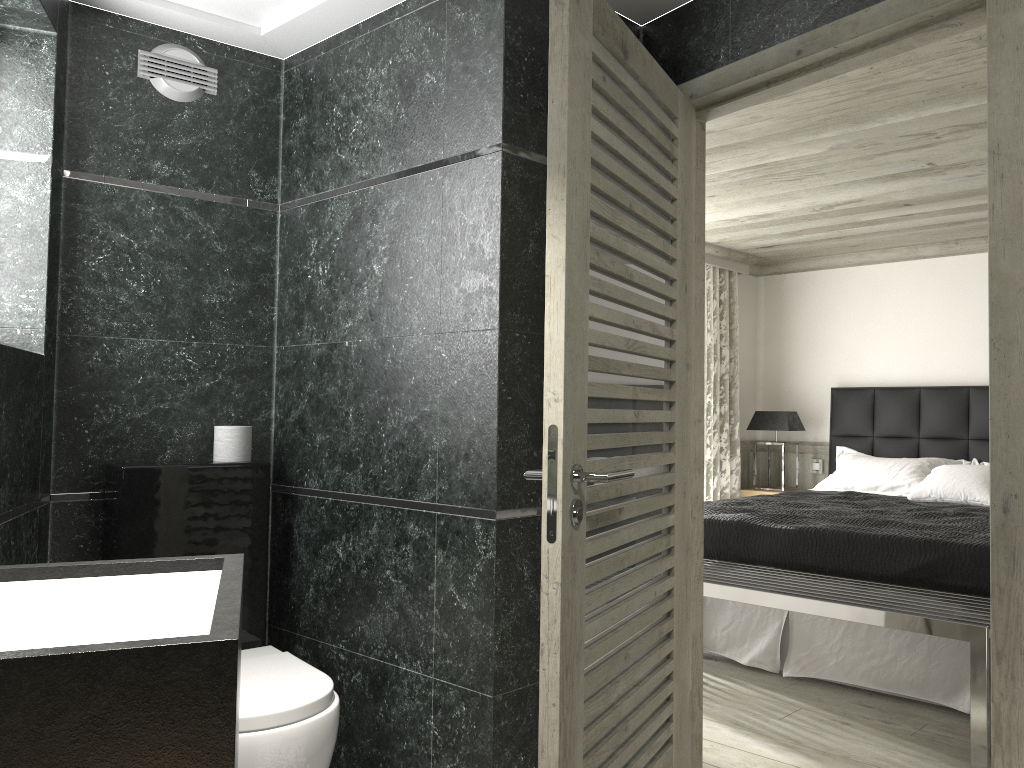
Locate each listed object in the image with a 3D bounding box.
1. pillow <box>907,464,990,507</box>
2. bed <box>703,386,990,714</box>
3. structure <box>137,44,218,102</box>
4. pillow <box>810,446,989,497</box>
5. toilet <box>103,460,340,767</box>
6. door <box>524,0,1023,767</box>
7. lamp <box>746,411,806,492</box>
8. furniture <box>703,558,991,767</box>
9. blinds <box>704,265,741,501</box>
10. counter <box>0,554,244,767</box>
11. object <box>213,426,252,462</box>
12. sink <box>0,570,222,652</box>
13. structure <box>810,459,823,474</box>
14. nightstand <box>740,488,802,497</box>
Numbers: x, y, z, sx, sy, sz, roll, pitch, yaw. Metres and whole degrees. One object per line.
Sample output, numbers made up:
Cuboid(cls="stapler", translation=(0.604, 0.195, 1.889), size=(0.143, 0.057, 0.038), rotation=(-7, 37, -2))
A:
Cuboid(cls="pillow", translation=(3.186, 0.708, 6.164), size=(0.505, 0.273, 0.596), rotation=(3, -3, -43))
Cuboid(cls="bed", translation=(2.516, 0.775, 5.741), size=(2.302, 1.624, 3.271), rotation=(-1, -3, 44))
Cuboid(cls="structure", translation=(-1.247, -1.172, 3.277), size=(0.290, 0.217, 0.035), rotation=(2, -3, -38))
Cuboid(cls="pillow", translation=(3.359, 0.701, 6.574), size=(2.156, 0.381, 0.688), rotation=(-1, -3, 44))
Cuboid(cls="toilet", translation=(-0.935, 0.863, 2.829), size=(0.534, 1.176, 1.004), rotation=(3, -3, -37))
Cuboid(cls="door", translation=(0.527, 0.198, 2.332), size=(1.126, 2.516, 1.389), rotation=(3, -3, -36))
Cuboid(cls="lamp", translation=(2.330, 0.587, 7.718), size=(0.400, 0.692, 0.319), rotation=(-1, -3, 44))
Cuboid(cls="furniture", translation=(1.444, 1.250, 4.203), size=(1.704, 0.560, 0.632), rotation=(-1, -3, 43))
Cuboid(cls="blinds", translation=(1.703, 0.212, 7.518), size=(0.903, 2.806, 0.137), rotation=(3, -3, -44))
Cuboid(cls="counter", translation=(-0.718, 0.878, 1.201), size=(0.676, 1.052, 1.259), rotation=(2, -2, -18))
Cuboid(cls="object", translation=(-1.045, 0.223, 3.273), size=(0.128, 0.130, 0.129), rotation=(1, -2, 2))
Cuboid(cls="sink", translation=(-0.789, 0.346, 1.461), size=(0.570, 0.408, 0.686), rotation=(1, -2, -19))
Cuboid(cls="structure", translation=(2.716, 0.736, 7.801), size=(0.114, 0.128, 0.018), rotation=(-1, -3, 43))
Cuboid(cls="nightstand", translation=(2.320, 1.293, 7.674), size=(0.438, 0.722, 0.464), rotation=(-1, -3, 44))
